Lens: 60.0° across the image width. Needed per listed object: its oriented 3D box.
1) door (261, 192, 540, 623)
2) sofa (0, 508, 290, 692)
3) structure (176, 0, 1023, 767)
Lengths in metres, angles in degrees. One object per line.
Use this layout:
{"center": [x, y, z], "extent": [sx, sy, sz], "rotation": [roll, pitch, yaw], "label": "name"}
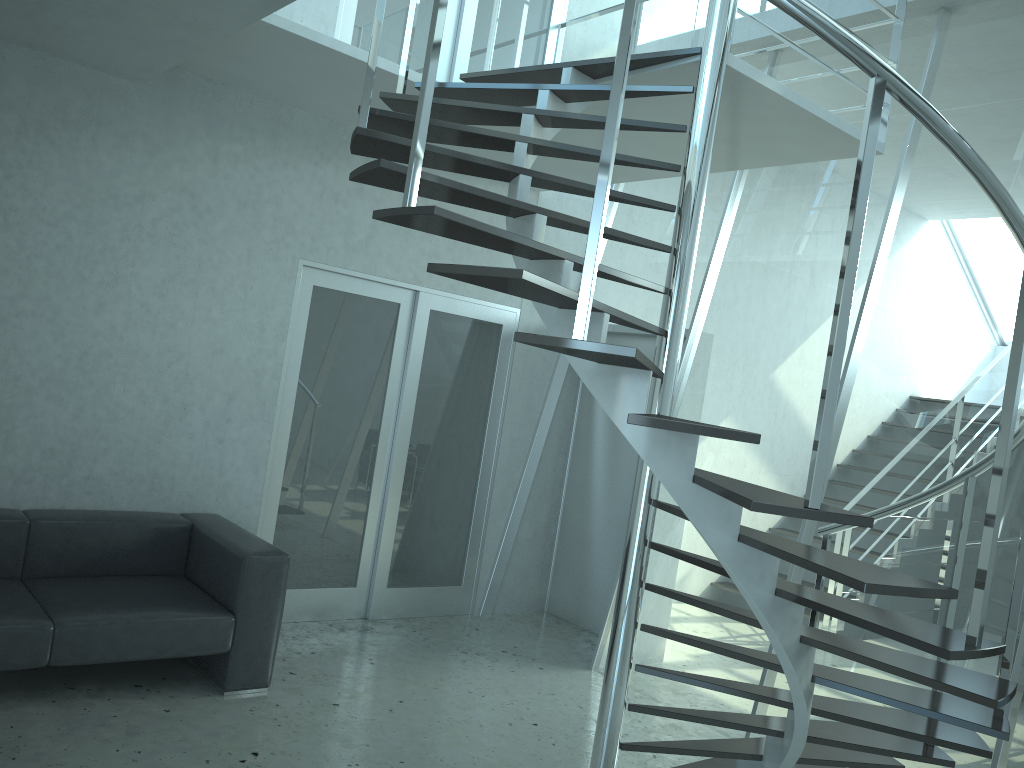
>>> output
{"center": [-0.602, 0.120, 6.302], "extent": [1.162, 3.200, 2.576], "rotation": [9, 0, 8], "label": "door"}
{"center": [-2.118, 0.947, 3.901], "extent": [2.025, 0.652, 0.943], "rotation": [9, 0, -39], "label": "sofa"}
{"center": [0.227, -0.438, 3.815], "extent": [2.655, 4.156, 3.780], "rotation": [9, 0, -39], "label": "structure"}
